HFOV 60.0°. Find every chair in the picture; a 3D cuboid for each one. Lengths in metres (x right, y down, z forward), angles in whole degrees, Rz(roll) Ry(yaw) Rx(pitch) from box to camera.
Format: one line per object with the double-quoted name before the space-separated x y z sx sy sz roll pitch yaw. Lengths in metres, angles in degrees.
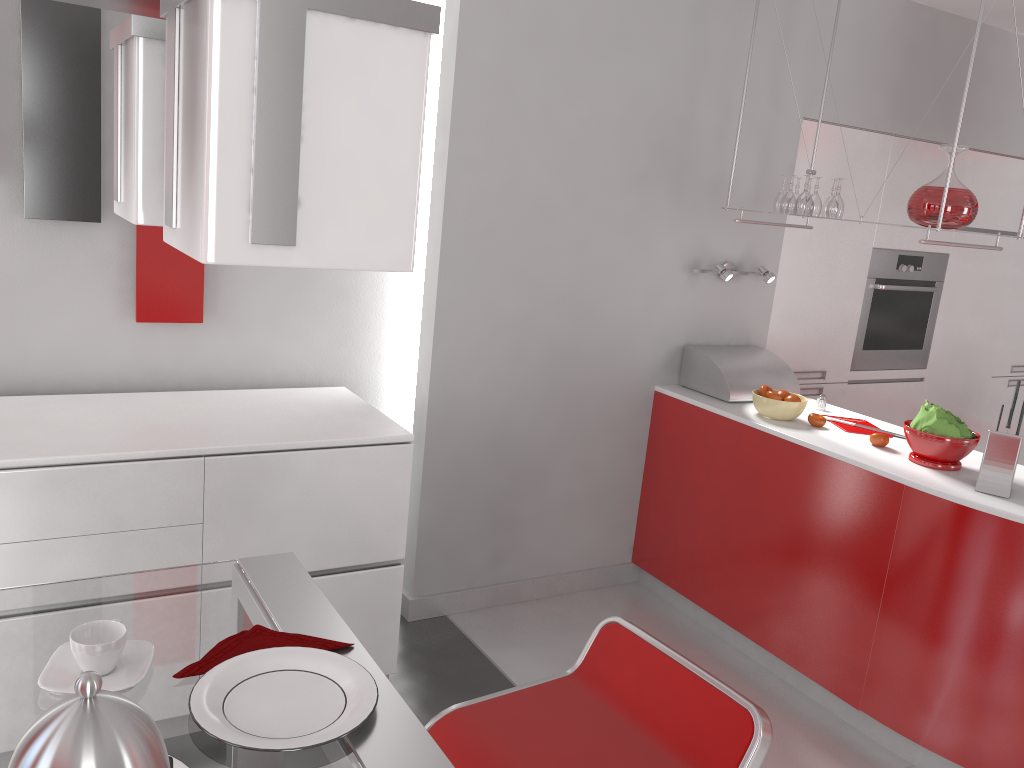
"chair" 0.091 0.899 1.524 0.460 0.857 0.418 -3 15 -35

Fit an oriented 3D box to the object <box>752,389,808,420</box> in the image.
"object" 1.002 0.085 3.338 0.201 0.086 0.201 -1 14 -30

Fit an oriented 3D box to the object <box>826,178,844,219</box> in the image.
"object" 1.168 -0.666 3.186 0.060 0.141 0.060 -2 14 -31

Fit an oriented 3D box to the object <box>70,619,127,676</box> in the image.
"object" -0.501 0.319 1.073 0.062 0.049 0.078 -2 14 -31

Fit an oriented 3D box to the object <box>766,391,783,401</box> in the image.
"object" 0.985 0.053 3.331 0.065 0.052 0.062 17 17 42

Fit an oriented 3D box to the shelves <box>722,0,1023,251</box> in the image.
"shelves" 1.286 -1.027 3.053 0.462 1.023 0.934 -2 14 -31

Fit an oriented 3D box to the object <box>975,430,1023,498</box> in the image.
"object" 1.458 0.230 2.651 0.091 0.178 0.137 13 14 31

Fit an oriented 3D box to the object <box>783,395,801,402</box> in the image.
"object" 1.046 0.064 3.310 0.062 0.049 0.066 0 13 -23

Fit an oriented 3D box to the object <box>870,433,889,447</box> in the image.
"object" 1.265 0.191 3.054 0.064 0.048 0.063 15 15 36

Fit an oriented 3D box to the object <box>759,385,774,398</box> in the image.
"object" 0.972 0.035 3.388 0.066 0.058 0.055 -7 18 -45

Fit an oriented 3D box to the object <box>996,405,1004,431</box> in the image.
"object" 1.453 0.162 2.667 0.009 0.197 0.091 13 14 29

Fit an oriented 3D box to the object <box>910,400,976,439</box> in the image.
"object" 1.401 0.154 2.873 0.193 0.182 0.198 0 14 -25

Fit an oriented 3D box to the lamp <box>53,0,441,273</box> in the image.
"lamp" -0.201 -0.583 0.369 0.304 1.025 0.304 -2 14 -31

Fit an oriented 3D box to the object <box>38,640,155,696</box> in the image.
"object" -0.499 0.344 1.071 0.119 0.016 0.119 3 13 -11

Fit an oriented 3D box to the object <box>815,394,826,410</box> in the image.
"object" 1.235 0.072 3.539 0.042 0.066 0.043 2 13 -18

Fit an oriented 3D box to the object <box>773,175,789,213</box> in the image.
"object" 1.042 -0.729 3.413 0.060 0.141 0.060 -2 14 -31

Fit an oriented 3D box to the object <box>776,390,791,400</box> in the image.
"object" 1.031 0.049 3.373 0.062 0.049 0.066 -3 15 -34

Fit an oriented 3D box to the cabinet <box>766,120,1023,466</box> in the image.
"cabinet" 2.013 -0.240 4.842 2.398 2.026 0.614 -2 14 -31

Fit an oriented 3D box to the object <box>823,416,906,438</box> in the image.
"object" 1.330 0.163 3.281 0.375 0.008 0.041 14 15 34

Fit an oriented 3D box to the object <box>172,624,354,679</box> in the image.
"object" -0.331 0.341 1.167 0.234 0.012 0.095 -2 14 -31

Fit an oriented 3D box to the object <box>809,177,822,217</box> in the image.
"object" 1.117 -0.690 3.268 0.060 0.141 0.060 -2 14 -31

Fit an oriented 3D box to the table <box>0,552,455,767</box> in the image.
"table" -0.330 0.973 0.663 0.800 1.000 1.700 -2 14 -31

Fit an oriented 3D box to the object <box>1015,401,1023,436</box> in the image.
"object" 1.498 0.174 2.639 0.012 0.279 0.130 13 14 29

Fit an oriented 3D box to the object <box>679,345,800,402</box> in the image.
"object" 0.961 -0.051 3.703 0.400 0.170 0.300 -2 14 -31

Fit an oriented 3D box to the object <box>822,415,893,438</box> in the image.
"object" 1.287 0.157 3.319 0.168 0.006 0.266 5 12 -5

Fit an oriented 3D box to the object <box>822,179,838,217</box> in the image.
"object" 1.196 -0.691 3.310 0.060 0.141 0.060 -2 14 -31

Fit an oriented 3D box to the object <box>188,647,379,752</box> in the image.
"object" -0.267 0.372 1.048 0.217 0.015 0.217 7 12 5

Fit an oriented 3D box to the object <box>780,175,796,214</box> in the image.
"object" 1.040 -0.709 3.319 0.060 0.141 0.060 14 15 34

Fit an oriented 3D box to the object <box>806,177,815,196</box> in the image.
"object" 1.126 -0.713 3.379 0.060 0.141 0.060 -2 14 -31

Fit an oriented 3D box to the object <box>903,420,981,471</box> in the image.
"object" 1.390 0.203 2.893 0.229 0.118 0.228 13 14 29

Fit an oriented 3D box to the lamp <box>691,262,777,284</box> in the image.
"lamp" 0.944 -0.458 3.680 0.454 0.081 0.155 -2 14 -31

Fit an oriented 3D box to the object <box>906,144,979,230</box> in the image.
"object" 1.416 -0.641 2.893 0.213 0.266 0.213 5 12 -3

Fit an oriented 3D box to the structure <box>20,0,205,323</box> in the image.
"structure" -1.271 -0.918 2.503 0.820 1.503 0.040 -2 14 -31

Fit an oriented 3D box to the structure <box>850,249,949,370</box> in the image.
"structure" 1.934 -0.356 4.382 0.599 0.589 0.050 -2 14 -31

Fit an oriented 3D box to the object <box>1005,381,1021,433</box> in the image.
"object" 1.481 0.152 2.657 0.014 0.322 0.150 13 14 29

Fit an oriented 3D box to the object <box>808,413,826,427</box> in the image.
"object" 1.119 0.134 3.257 0.063 0.047 0.065 -2 14 -31

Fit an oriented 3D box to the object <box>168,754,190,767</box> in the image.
"object" -0.398 0.408 0.823 0.217 0.015 0.217 7 12 6

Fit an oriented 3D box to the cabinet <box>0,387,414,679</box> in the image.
"cabinet" -1.260 0.531 2.524 1.802 0.880 0.610 -2 14 -31

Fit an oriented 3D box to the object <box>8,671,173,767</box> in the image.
"object" -0.296 0.323 0.622 0.113 0.287 0.149 0 13 -23

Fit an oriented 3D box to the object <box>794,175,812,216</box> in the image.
"object" 1.059 -0.682 3.205 0.060 0.141 0.060 14 15 34

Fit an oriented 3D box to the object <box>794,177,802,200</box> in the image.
"object" 1.110 -0.734 3.465 0.060 0.141 0.060 -2 14 -31

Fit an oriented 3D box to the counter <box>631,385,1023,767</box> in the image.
"counter" 1.940 0.715 3.152 2.865 0.880 1.868 6 12 2
